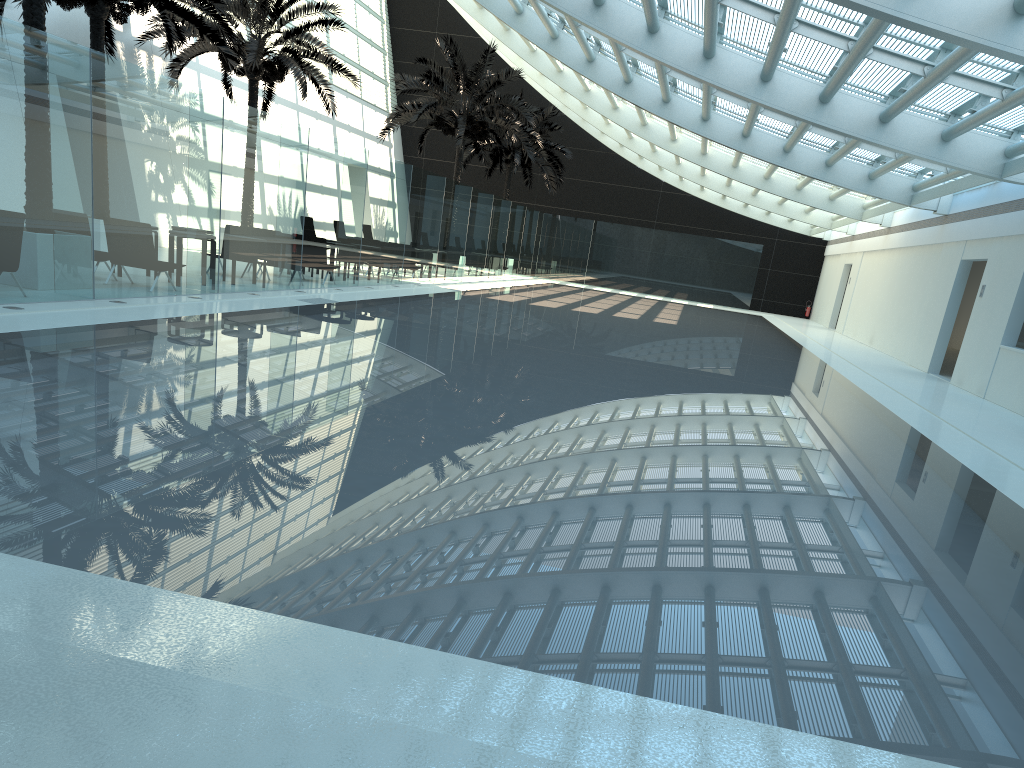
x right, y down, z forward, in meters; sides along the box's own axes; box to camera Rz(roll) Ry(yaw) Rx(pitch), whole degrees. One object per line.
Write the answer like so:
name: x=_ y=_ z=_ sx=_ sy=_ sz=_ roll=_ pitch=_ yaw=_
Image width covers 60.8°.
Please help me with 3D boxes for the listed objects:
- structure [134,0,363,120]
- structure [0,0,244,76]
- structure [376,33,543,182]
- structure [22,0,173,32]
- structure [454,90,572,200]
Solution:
structure: x=-6.432 y=-6.667 z=21.258 sx=4.581 sy=7.201 sz=4.140 roll=-8 pitch=22 yaw=-44
structure: x=-7.444 y=-5.858 z=15.592 sx=4.658 sy=7.138 sz=4.068 roll=5 pitch=16 yaw=-11
structure: x=-1.672 y=-7.077 z=27.737 sx=4.817 sy=7.332 sz=4.246 roll=9 pitch=16 yaw=3
structure: x=-5.518 y=-4.704 z=9.725 sx=4.722 sy=7.332 sz=4.334 roll=16 pitch=18 yaw=27
structure: x=-0.008 y=-8.081 z=35.395 sx=4.472 sy=7.331 sz=4.574 roll=5 pitch=16 yaw=-11
